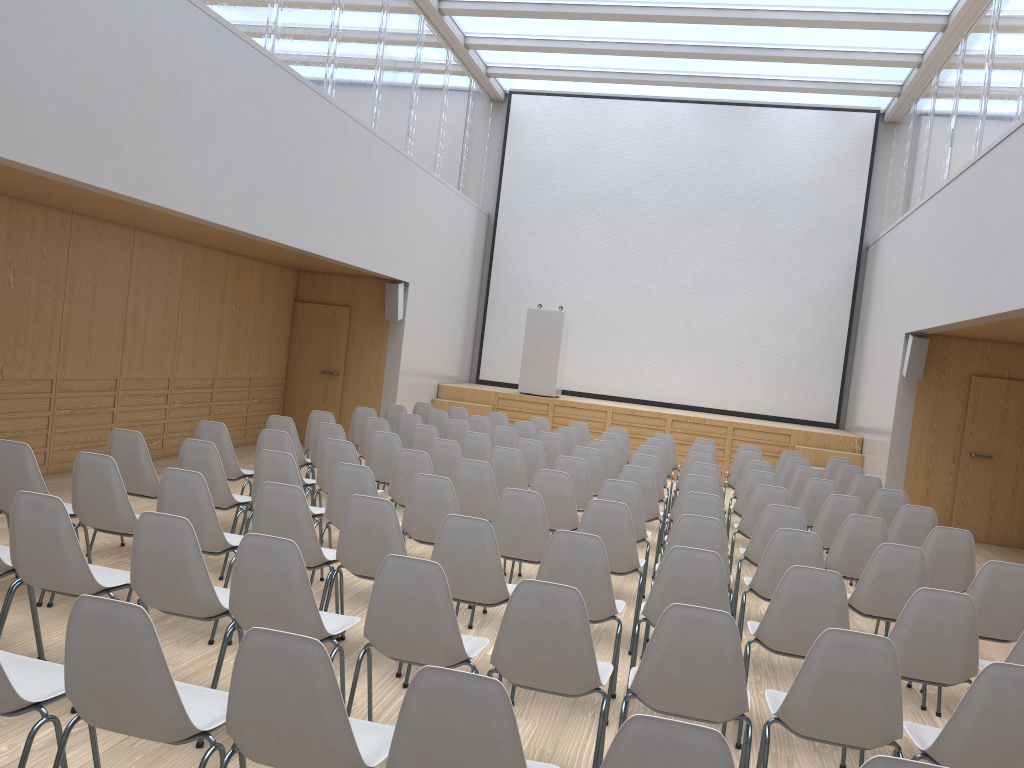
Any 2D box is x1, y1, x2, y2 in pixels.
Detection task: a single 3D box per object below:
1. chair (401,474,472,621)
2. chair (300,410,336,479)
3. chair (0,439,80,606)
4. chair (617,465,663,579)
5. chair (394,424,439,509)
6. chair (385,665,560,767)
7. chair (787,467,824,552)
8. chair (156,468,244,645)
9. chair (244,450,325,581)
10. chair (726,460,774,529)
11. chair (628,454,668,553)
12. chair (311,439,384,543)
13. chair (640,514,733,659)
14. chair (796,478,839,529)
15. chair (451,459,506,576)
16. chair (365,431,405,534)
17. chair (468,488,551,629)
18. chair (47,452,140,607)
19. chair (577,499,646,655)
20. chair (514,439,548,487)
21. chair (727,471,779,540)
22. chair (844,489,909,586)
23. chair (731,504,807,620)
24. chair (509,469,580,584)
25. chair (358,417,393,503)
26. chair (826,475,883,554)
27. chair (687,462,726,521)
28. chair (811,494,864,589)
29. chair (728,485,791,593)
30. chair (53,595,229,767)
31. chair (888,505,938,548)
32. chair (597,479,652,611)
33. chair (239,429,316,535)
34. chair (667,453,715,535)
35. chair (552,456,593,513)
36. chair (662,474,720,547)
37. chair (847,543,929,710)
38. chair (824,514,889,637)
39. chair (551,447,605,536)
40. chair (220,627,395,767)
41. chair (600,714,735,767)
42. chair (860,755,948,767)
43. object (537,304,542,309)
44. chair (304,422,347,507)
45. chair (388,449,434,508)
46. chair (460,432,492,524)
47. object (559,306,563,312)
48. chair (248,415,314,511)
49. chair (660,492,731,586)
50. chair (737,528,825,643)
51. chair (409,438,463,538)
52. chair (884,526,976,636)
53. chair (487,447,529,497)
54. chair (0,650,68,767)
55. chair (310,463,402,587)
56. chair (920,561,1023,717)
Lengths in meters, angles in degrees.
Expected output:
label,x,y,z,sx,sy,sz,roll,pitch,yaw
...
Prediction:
label,x,y,z,sx,sy,sz,roll,pitch,yaw
chair,-0.468,0.978,5.574,0.479,0.876,0.505,7,2,12
chair,-1.847,0.696,8.908,0.479,0.876,0.505,7,2,12
chair,-2.686,0.739,5.038,0.479,0.876,0.505,7,2,12
chair,1.005,1.087,7.297,0.479,0.876,0.505,7,2,12
chair,-0.825,0.822,8.724,0.479,0.876,0.505,7,2,12
chair,-0.119,1.132,2.425,0.479,0.876,0.505,7,2,12
chair,2.924,1.250,8.951,0.479,0.876,0.505,7,2,12
chair,-1.665,0.867,4.772,0.479,0.876,0.505,7,2,12
chair,-1.469,0.853,5.813,0.479,0.876,0.505,7,2,12
chair,2.459,1.193,9.025,0.479,0.876,0.505,7,2,12
chair,1.217,1.075,8.303,0.479,0.876,0.505,7,2,12
chair,-1.262,0.842,6.773,0.479,0.876,0.505,7,2,12
chair,1.063,1.169,5.217,0.479,0.876,0.505,7,2,12
chair,2.713,1.261,7.974,0.479,0.876,0.505,7,2,12
chair,-0.258,0.968,6.510,0.479,0.876,0.505,7,2,12
chair,-1.047,0.835,7.665,0.479,0.876,0.505,7,2,12
chair,0.064,1.045,5.415,0.479,0.876,0.505,7,2,12
chair,-2.196,0.799,4.949,0.479,0.876,0.505,7,2,12
chair,0.565,1.105,5.375,0.479,0.876,0.505,7,2,12
chair,0.170,0.947,8.485,0.479,0.876,0.505,7,2,12
chair,2.208,1.200,8.036,0.479,0.876,0.505,7,2,12
chair,3.239,1.329,7.788,0.479,0.876,0.505,7,2,12
chair,1.779,1.223,6.019,0.479,0.876,0.505,7,2,12
chair,0.295,1.035,6.448,0.479,0.876,0.505,7,2,12
chair,-1.306,0.762,8.849,0.479,0.876,0.505,7,2,12
chair,3.443,1.316,8.808,0.479,0.876,0.505,7,2,12
chair,1.734,1.140,8.161,0.479,0.876,0.505,7,2,12
chair,2.531,1.276,6.980,0.479,0.876,0.505,7,2,12
chair,1.995,1.211,7.038,0.479,0.876,0.505,7,2,12
chair,-1.077,1.013,2.655,0.479,0.876,0.505,7,2,12
chair,3.030,1.339,6.851,0.479,0.876,0.505,7,2,12
chair,0.753,1.092,6.329,0.479,0.876,0.505,7,2,12
chair,-1.769,0.778,6.903,0.479,0.876,0.505,7,2,12
chair,1.893,1.124,9.108,0.479,0.876,0.505,7,2,12
chair,0.489,1.022,7.430,0.479,0.876,0.505,7,2,12
chair,1.481,1.147,7.172,0.479,0.876,0.505,7,2,12
chair,2.102,1.297,5.027,0.479,0.876,0.505,7,2,12
chair,2.298,1.285,5.989,0.479,0.876,0.505,7,2,12
chair,0.688,1.012,8.349,0.479,0.876,0.505,7,2,12
chair,-0.582,1.074,2.556,0.479,0.876,0.505,7,2,12
chair,0.378,1.196,2.274,0.479,0.876,0.505,7,2,12
chair,0.901,1.259,2.201,0.479,0.876,0.505,7,2,12
object,0.436,-1.149,14.344,0.166,0.305,0.252,6,2,-16
chair,-1.553,0.769,7.860,0.479,0.876,0.505,7,2,12
chair,-0.705,0.910,6.679,0.479,0.876,0.505,7,2,12
chair,-0.325,0.886,8.572,0.479,0.876,0.505,7,2,12
object,0.773,-1.108,14.270,0.166,0.305,0.252,6,2,-16
chair,-2.009,0.711,7.990,0.479,0.876,0.505,7,2,12
chair,1.282,1.160,6.171,0.479,0.876,0.505,7,2,12
chair,1.575,1.232,5.124,0.479,0.876,0.505,7,2,12
chair,-0.545,0.894,7.639,0.479,0.876,0.505,7,2,12
chair,2.813,1.348,5.904,0.479,0.876,0.505,7,2,12
chair,-0.039,0.956,7.556,0.479,0.876,0.505,7,2,12
chair,-1.595,0.950,2.709,0.479,0.876,0.505,7,2,12
chair,-0.955,0.919,5.640,0.479,0.876,0.505,7,2,12
chair,2.585,1.359,4.860,0.479,0.876,0.505,7,2,12
